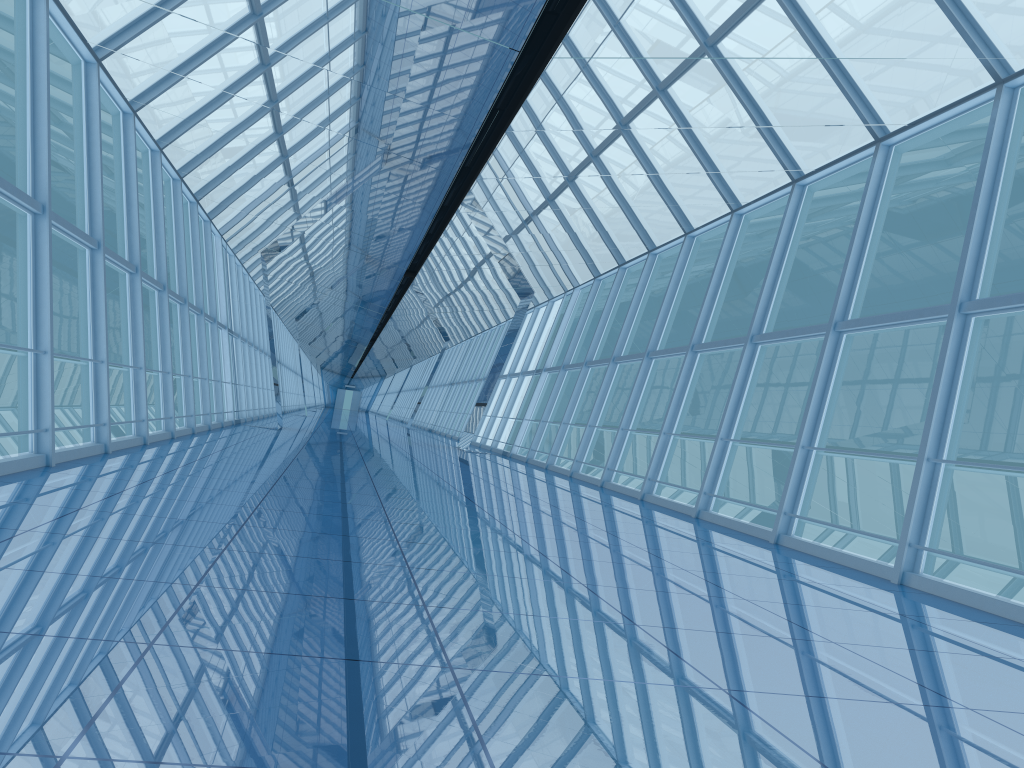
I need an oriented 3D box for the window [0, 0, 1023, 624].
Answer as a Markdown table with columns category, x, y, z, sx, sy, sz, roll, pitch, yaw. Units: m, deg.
| category | x | y | z | sx | sy | sz | roll | pitch | yaw |
| --- | --- | --- | --- | --- | --- | --- | --- | --- | --- |
| window | -8.660 | -0.409 | 48.725 | 9.845 | 4.970 | 105.606 | 8 | -3 | -11 |
